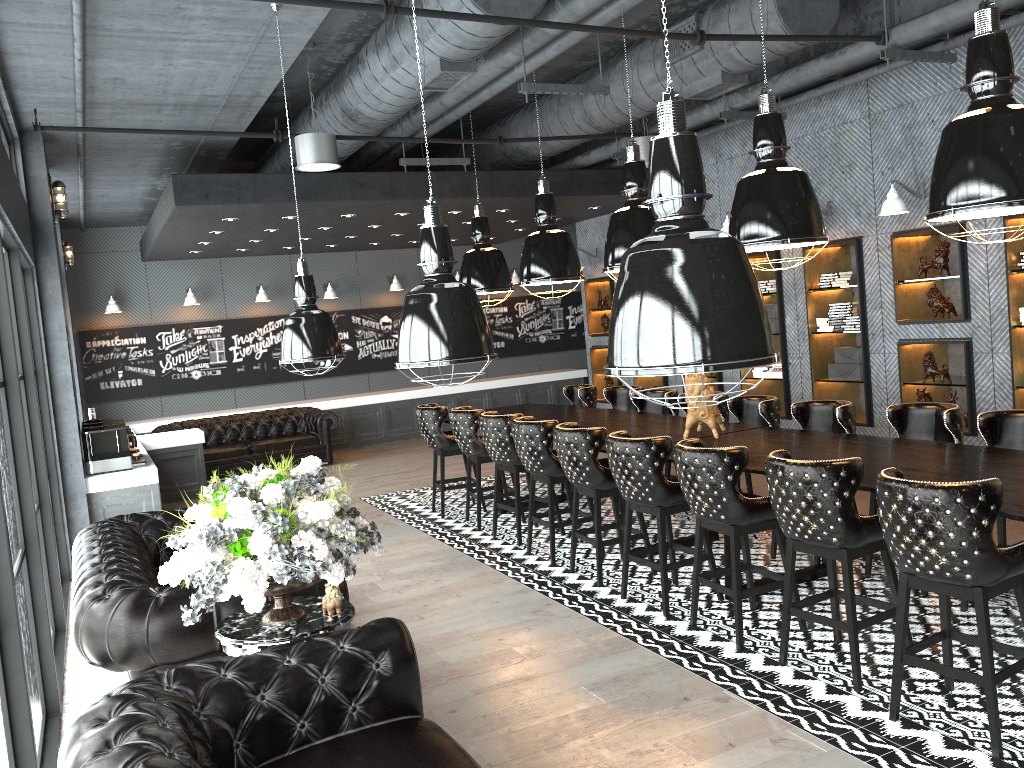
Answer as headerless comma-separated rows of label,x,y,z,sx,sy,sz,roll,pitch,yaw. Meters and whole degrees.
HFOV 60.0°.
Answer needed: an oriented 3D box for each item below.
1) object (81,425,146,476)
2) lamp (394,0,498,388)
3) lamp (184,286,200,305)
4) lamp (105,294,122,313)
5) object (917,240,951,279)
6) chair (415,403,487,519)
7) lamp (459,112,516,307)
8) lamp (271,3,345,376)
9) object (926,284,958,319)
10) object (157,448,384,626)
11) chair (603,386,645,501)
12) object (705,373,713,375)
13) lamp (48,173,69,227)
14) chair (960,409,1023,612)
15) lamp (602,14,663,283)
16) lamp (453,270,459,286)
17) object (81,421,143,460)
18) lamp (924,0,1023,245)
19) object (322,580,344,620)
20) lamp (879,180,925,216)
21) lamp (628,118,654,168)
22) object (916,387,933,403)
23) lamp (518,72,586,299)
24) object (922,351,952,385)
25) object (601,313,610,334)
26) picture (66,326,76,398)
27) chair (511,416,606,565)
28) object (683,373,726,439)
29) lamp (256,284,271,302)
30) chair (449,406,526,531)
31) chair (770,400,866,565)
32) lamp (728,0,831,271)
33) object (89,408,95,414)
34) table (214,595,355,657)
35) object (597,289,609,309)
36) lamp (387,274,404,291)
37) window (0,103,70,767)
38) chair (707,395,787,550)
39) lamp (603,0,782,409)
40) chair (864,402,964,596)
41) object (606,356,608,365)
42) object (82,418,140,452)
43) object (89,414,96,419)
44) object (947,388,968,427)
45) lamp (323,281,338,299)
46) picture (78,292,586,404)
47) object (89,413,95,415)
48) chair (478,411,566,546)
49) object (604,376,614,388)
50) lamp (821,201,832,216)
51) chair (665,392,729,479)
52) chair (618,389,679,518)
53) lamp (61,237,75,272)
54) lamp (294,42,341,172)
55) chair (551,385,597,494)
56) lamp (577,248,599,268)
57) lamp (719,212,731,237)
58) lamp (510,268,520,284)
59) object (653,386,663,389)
object,-3.650,0.583,8.129,0.503,0.426,0.335,-7,4,-25
lamp,-0.334,-1.067,3.257,0.391,2.160,0.391,-4,4,20
lamp,-4.990,-1.378,13.837,0.244,0.287,0.490,-6,4,-10
lamp,-5.990,-1.217,13.360,0.244,0.287,0.490,-6,4,-10
object,3.748,-1.107,7.871,0.152,0.325,0.292,-7,4,-28
chair,-0.635,0.741,8.875,0.568,1.091,0.504,-6,4,-16
lamp,-0.363,-1.967,9.326,0.621,2.301,0.622,-4,4,20
lamp,-1.278,-1.127,5.218,0.391,2.160,0.391,-4,4,20
object,3.802,-0.722,7.843,0.159,0.337,0.242,-7,4,-20
object,-0.988,0.648,3.736,0.847,0.662,0.875,-5,4,5
chair,1.083,0.586,8.861,0.568,1.091,0.504,-7,4,-29
object,2.356,-0.258,10.967,0.143,0.306,0.317,-7,5,-30
lamp,-4.213,-1.716,8.263,0.139,0.479,0.145,-7,4,-25
chair,2.853,0.717,4.966,0.568,1.091,0.504,-8,5,-33
lamp,0.903,-1.886,6.695,0.621,2.301,0.622,-4,4,20
lamp,-0.973,-1.882,15.760,0.244,0.287,0.490,-6,4,-10
object,-3.874,0.569,8.595,0.503,0.426,0.335,-7,4,-25
lamp,2.169,-1.804,4.064,0.621,2.301,0.622,-4,4,20
object,-0.741,0.879,3.668,0.086,0.183,0.136,-6,4,-18
lamp,3.412,-1.628,7.680,0.490,0.287,0.244,-6,4,-10
lamp,1.315,-2.719,8.906,0.380,1.045,0.382,-5,4,1
object,3.813,0.215,8.063,0.168,0.359,0.266,-8,5,-32
lamp,0.270,-1.926,8.010,0.621,2.301,0.622,-4,4,20
object,3.780,-0.147,7.909,0.135,0.294,0.257,-6,4,-18
object,1.393,-0.871,12.824,0.155,0.329,0.236,-7,4,-20
picture,-4.189,-0.207,8.344,0.086,0.633,1.390,-7,4,-25
chair,0.320,0.797,6.955,0.568,1.091,0.504,-7,4,-23
object,1.387,0.115,6.385,0.249,0.545,0.475,-3,4,27
lamp,-4.019,-1.471,14.303,0.244,0.287,0.490,-6,4,-10
chair,-0.259,0.753,8.251,0.568,1.091,0.504,-6,4,-16
chair,2.149,0.686,6.233,0.568,1.091,0.504,-7,4,-24
lamp,1.536,-1.845,5.379,0.621,2.301,0.622,-4,4,20
object,-4.969,0.322,10.485,0.074,0.073,0.074,-5,4,5
table,-0.919,1.338,3.753,0.572,0.726,0.573,-3,4,28
object,1.318,-1.237,12.805,0.097,0.290,0.290,-7,4,-27
lamp,-2.008,-1.752,15.264,0.244,0.287,0.490,-6,4,-10
window,-1.659,-0.012,2.578,0.120,3.727,20.799,-7,5,-25
chair,1.838,0.662,6.928,0.568,1.091,0.504,-6,4,-17
lamp,0.310,-1.021,1.918,0.391,2.152,0.391,-4,4,20
chair,2.584,0.691,5.630,0.568,1.091,0.504,-7,4,-24
object,1.467,-0.298,12.932,0.126,0.249,0.253,-2,5,39
object,-4.092,0.555,9.046,0.503,0.426,0.335,-7,4,-25
object,-4.857,0.390,10.269,0.074,0.073,0.074,-6,4,-6
object,3.953,0.216,7.843,0.198,0.358,0.116,-5,4,5
lamp,-3.029,-1.569,14.777,0.244,0.287,0.490,-6,4,-10
picture,-0.921,-0.950,16.122,12.471,1.102,0.200,-7,4,-25
object,-4.928,0.385,10.415,0.074,0.073,0.074,-6,4,-6
chair,0.042,0.774,7.602,0.568,1.091,0.504,-7,4,-29
object,1.463,0.059,12.917,0.170,0.362,0.269,-8,5,-32
lamp,2.940,-1.660,8.661,0.490,0.287,0.244,-6,4,-10
chair,1.601,0.636,7.568,0.568,1.091,0.504,-7,4,-30
chair,1.296,0.616,8.203,0.568,1.091,0.504,-8,5,-35
lamp,-6.333,-1.853,12.669,0.139,0.479,0.145,-7,4,-25
lamp,-1.684,-2.341,7.470,0.380,1.045,0.382,-3,4,33
chair,0.667,0.577,9.487,0.568,1.091,0.504,-6,4,-17
lamp,1.020,-1.809,12.646,0.490,0.287,0.244,-6,4,-10
lamp,2.463,-1.734,9.641,0.490,0.287,0.244,-6,4,-10
lamp,0.034,-1.973,16.243,0.244,0.287,0.490,-6,4,-10
object,2.041,0.135,11.976,0.314,0.251,0.157,-6,4,-10
